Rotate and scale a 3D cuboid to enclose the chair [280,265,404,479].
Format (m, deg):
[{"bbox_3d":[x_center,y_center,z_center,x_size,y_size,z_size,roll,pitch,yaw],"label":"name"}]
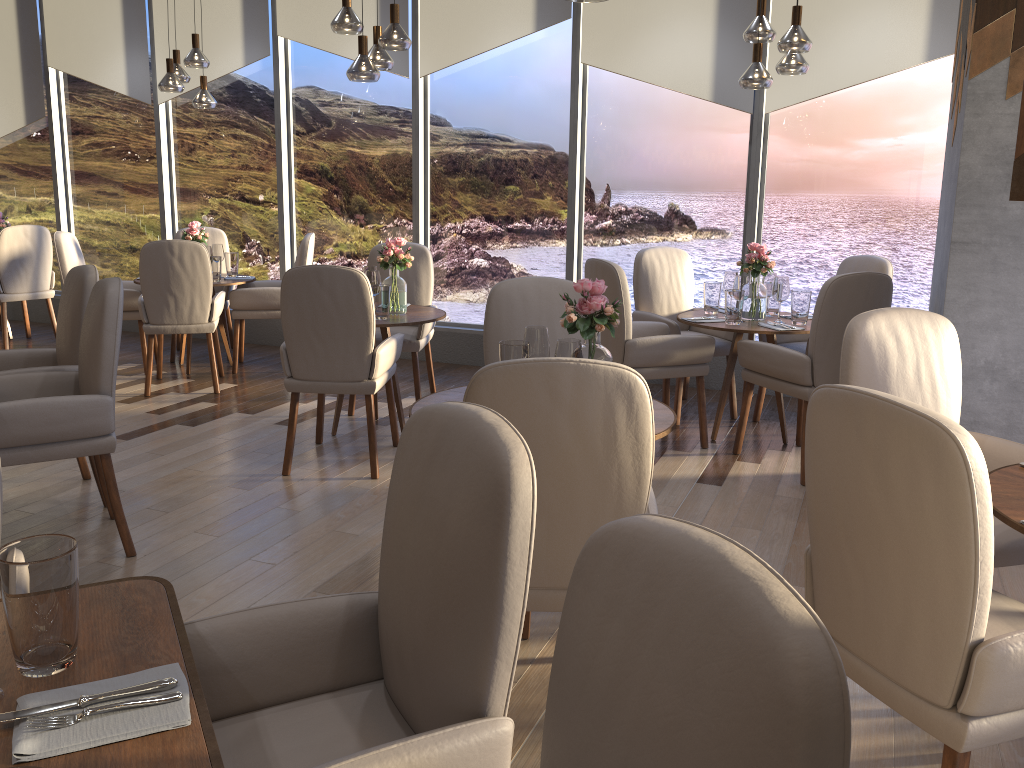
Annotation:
[{"bbox_3d":[-0.826,-0.104,4.310,0.528,0.994,0.603,2,11,4],"label":"chair"}]

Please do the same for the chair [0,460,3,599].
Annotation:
[{"bbox_3d":[-1.147,0.501,1.558,0.528,0.994,0.603,-4,12,-24],"label":"chair"}]

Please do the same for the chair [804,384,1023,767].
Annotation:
[{"bbox_3d":[0.906,0.484,1.781,0.600,0.994,0.531,-3,12,-21],"label":"chair"}]

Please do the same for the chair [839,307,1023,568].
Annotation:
[{"bbox_3d":[1.270,0.310,2.592,0.528,0.994,0.603,-3,12,-18],"label":"chair"}]

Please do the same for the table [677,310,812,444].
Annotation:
[{"bbox_3d":[1.316,-0.030,4.894,0.834,0.658,0.839,3,12,9],"label":"table"}]

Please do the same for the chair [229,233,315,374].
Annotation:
[{"bbox_3d":[-1.749,-0.613,6.536,0.600,0.994,0.531,-1,11,-11],"label":"chair"}]

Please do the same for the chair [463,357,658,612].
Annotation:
[{"bbox_3d":[0.091,0.372,2.231,0.528,0.994,0.603,1,11,-1],"label":"chair"}]

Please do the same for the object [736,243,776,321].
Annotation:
[{"bbox_3d":[1.324,-0.559,4.812,0.198,0.413,0.211,-6,13,-30],"label":"object"}]

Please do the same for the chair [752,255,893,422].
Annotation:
[{"bbox_3d":[1.796,-0.237,5.094,0.600,0.994,0.531,-3,12,-20],"label":"chair"}]

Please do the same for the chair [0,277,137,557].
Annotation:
[{"bbox_3d":[-1.707,0.125,3.213,0.600,0.994,0.531,-6,13,-31],"label":"chair"}]

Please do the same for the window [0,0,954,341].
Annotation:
[{"bbox_3d":[0.267,-1.231,3.284,8.066,3.180,16.211,-4,13,-22],"label":"window"}]

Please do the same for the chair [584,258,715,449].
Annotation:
[{"bbox_3d":[0.697,-0.172,4.721,0.600,0.994,0.531,-3,12,-20],"label":"chair"}]

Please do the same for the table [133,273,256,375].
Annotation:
[{"bbox_3d":[-2.293,-0.439,6.477,0.834,0.658,0.838,6,13,21],"label":"table"}]

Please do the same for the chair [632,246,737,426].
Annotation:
[{"bbox_3d":[1.039,-0.320,5.413,0.528,0.994,0.603,-4,12,-24],"label":"chair"}]

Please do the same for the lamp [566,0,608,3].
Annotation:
[{"bbox_3d":[0.153,-1.744,2.444,0.440,1.318,0.441,7,13,29],"label":"lamp"}]

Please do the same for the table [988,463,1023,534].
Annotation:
[{"bbox_3d":[1.482,0.616,1.997,0.836,0.658,0.836,12,16,41],"label":"table"}]

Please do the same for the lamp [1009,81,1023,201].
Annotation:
[{"bbox_3d":[1.504,-1.239,1.646,0.118,1.920,1.167,-4,12,-22],"label":"lamp"}]

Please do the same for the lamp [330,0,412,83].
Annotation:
[{"bbox_3d":[-0.723,-2.216,4.509,0.440,1.318,0.441,6,12,24],"label":"lamp"}]

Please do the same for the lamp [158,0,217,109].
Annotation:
[{"bbox_3d":[-2.255,-2.589,6.079,0.439,1.318,0.442,4,11,15],"label":"lamp"}]

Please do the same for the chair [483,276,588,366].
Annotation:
[{"bbox_3d":[0.101,0.118,3.372,0.528,0.994,0.603,1,11,-1],"label":"chair"}]

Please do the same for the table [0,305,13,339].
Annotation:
[{"bbox_3d":[-4.500,-0.729,7.626,0.835,0.658,0.838,6,13,24],"label":"table"}]

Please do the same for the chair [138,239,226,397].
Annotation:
[{"bbox_3d":[-2.177,-0.470,5.858,0.528,0.994,0.603,-2,12,-14],"label":"chair"}]

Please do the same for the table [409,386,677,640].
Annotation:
[{"bbox_3d":[0.090,0.405,2.850,0.834,0.658,0.839,0,12,-3],"label":"table"}]

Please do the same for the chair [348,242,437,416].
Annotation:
[{"bbox_3d":[-0.728,-0.355,5.447,0.528,0.994,0.603,1,11,3],"label":"chair"}]

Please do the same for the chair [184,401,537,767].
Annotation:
[{"bbox_3d":[-0.298,0.555,1.375,0.600,0.994,0.531,-5,13,-29],"label":"chair"}]

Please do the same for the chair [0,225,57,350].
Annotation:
[{"bbox_3d":[-4.071,-0.809,7.251,0.601,0.994,0.530,9,14,36],"label":"chair"}]

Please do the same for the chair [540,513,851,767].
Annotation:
[{"bbox_3d":[-0.048,0.670,0.877,0.600,0.994,0.531,-4,12,-24],"label":"chair"}]

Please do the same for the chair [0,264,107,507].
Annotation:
[{"bbox_3d":[-2.018,0.017,3.676,0.601,0.994,0.530,-7,14,-36],"label":"chair"}]

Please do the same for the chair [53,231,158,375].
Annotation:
[{"bbox_3d":[-2.893,-0.587,6.336,0.600,0.994,0.531,-1,11,-12],"label":"chair"}]

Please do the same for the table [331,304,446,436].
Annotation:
[{"bbox_3d":[-0.782,-0.065,4.904,0.834,0.658,0.839,-3,12,-17],"label":"table"}]

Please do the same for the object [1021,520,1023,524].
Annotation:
[{"bbox_3d":[1.224,0.295,1.863,0.255,0.019,0.158,-4,13,-21],"label":"object"}]

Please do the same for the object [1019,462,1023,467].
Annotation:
[{"bbox_3d":[1.425,0.222,2.206,0.157,0.019,0.256,-4,14,-23],"label":"object"}]

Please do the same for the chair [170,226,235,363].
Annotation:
[{"bbox_3d":[-2.445,-0.720,6.967,0.528,0.994,0.603,-2,12,-15],"label":"chair"}]

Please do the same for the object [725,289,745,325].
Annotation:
[{"bbox_3d":[1.157,-0.400,4.623,0.102,0.177,0.103,0,11,-5],"label":"object"}]

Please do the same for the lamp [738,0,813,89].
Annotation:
[{"bbox_3d":[1.372,-2.177,4.483,0.439,1.318,0.442,-1,11,-10],"label":"lamp"}]

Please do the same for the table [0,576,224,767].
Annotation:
[{"bbox_3d":[-0.757,0.831,0.861,0.965,0.662,1.314,-5,14,-26],"label":"table"}]

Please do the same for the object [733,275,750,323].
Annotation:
[{"bbox_3d":[1.215,-0.451,4.708,0.092,0.243,0.093,2,11,3],"label":"object"}]

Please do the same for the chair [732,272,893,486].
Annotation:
[{"bbox_3d":[1.481,-0.079,4.359,0.528,0.994,0.603,-4,12,-23],"label":"chair"}]
